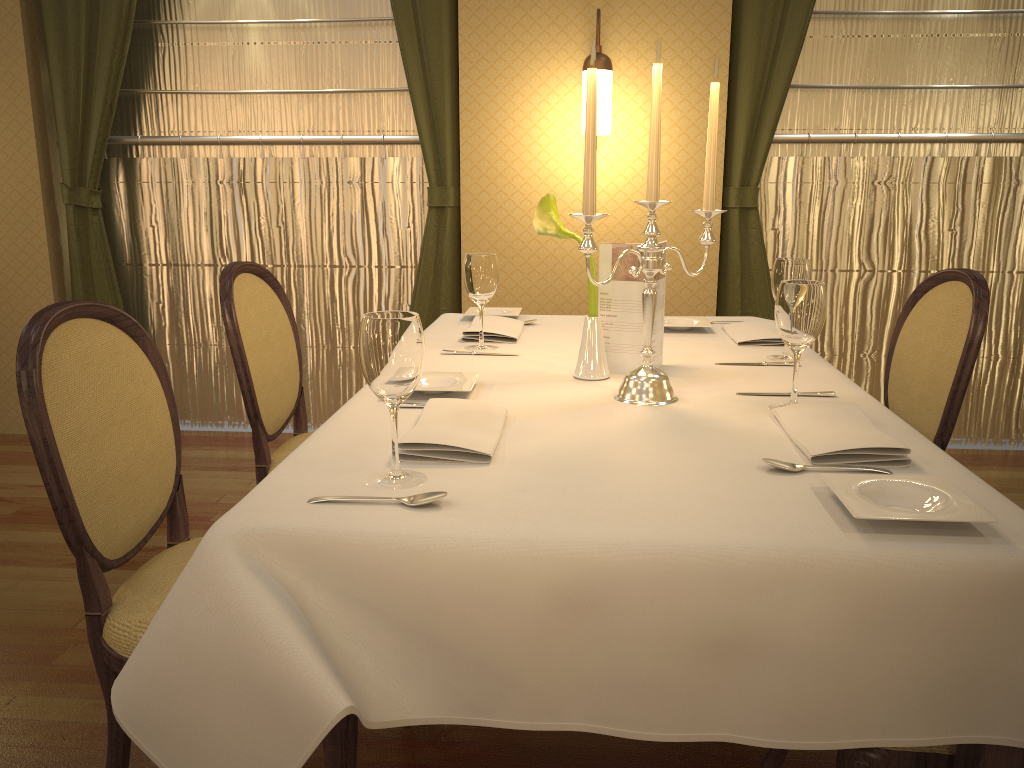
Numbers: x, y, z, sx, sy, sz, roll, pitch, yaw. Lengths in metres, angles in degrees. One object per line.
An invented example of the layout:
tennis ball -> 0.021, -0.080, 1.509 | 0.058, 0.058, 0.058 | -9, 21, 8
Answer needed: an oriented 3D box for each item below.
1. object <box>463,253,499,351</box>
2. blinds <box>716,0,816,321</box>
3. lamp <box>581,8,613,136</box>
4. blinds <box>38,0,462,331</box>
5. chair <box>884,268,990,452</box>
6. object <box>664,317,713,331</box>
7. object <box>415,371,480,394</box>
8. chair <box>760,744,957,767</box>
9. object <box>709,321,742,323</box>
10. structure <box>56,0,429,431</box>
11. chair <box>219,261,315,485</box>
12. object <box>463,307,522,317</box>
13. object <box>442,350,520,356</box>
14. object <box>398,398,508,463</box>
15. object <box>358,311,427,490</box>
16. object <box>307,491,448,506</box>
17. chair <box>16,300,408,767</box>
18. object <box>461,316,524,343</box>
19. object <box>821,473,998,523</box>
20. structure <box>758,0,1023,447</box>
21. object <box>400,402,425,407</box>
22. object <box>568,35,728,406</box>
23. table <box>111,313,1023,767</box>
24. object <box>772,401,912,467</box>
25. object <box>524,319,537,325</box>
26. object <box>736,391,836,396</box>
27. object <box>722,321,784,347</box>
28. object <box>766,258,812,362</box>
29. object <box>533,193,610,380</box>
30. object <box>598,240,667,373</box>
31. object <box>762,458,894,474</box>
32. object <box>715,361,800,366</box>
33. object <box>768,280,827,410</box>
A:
object -> -0.075, -0.199, 2.143 | 0.088, 0.229, 0.088 | -10, 16, -36
blinds -> 1.789, -1.909, 3.346 | 1.876, 4.537, 0.129 | 1, 13, 5
lamp -> 0.309, -1.174, 3.424 | 0.114, 0.513, 0.323 | -1, 13, -6
blinds -> -1.119, -1.964, 3.578 | 1.878, 4.537, 0.129 | 1, 13, 5
chair -> 0.802, 0.191, 2.209 | 0.571, 0.955, 0.530 | 1, 13, 5
object -> 0.461, -0.161, 2.439 | 0.160, 0.024, 0.160 | 1, 13, 5
object -> -0.150, 0.005, 1.719 | 0.160, 0.024, 0.160 | 1, 13, 5
chair -> 0.733, 0.379, 1.391 | 0.571, 0.955, 0.530 | 1, 13, 5
object -> 0.605, -0.179, 2.539 | 0.181, 0.015, 0.038 | 1, 13, 6
structure -> -1.117, -1.979, 3.696 | 1.900, 4.511, 0.134 | 1, 13, 5
chair -> -0.432, 0.156, 2.358 | 0.571, 0.955, 0.530 | 1, 13, 5
object -> -0.055, -0.204, 2.628 | 0.160, 0.024, 0.160 | 1, 13, 5
object -> -0.073, -0.073, 2.085 | 0.185, 0.010, 0.017 | 1, 13, 6
object -> -0.089, 0.071, 1.419 | 0.142, 0.033, 0.273 | 1, 13, 5
object -> -0.159, 0.020, 1.190 | 0.088, 0.229, 0.088 | -10, 16, -36
object -> -0.172, 0.144, 1.129 | 0.181, 0.015, 0.038 | 1, 13, 6
chair -> -0.495, 0.329, 1.607 | 0.571, 0.955, 0.530 | 1, 13, 5
object -> -0.046, -0.146, 2.364 | 0.142, 0.033, 0.273 | 1, 13, 5
object -> 0.481, 0.149, 1.094 | 0.160, 0.024, 0.160 | 1, 13, 5
structure -> 1.791, -1.924, 3.466 | 1.898, 4.511, 0.137 | 1, 13, 5
object -> -0.114, 0.039, 1.595 | 0.185, 0.010, 0.017 | 1, 13, 6
object -> 0.253, -0.289, 1.604 | 0.390, 0.655, 0.131 | -7, 15, -29
table -> 0.253, 0.345, 1.966 | 1.385, 0.759, 2.152 | 1, 13, 5
object -> 0.512, 0.075, 1.404 | 0.142, 0.033, 0.273 | 1, 13, 5
object -> -0.018, -0.177, 2.526 | 0.181, 0.015, 0.038 | 1, 13, 6
object -> 0.521, 0.018, 1.692 | 0.185, 0.010, 0.017 | 1, 13, 5
object -> 0.641, -0.132, 2.322 | 0.142, 0.024, 0.273 | 1, 13, 5
object -> 0.631, -0.170, 2.019 | 0.088, 0.229, 0.088 | -10, 16, -36
object -> 0.127, -0.201, 1.827 | 0.163, 0.375, 0.076 | 6, 14, 26
object -> 0.274, -0.159, 1.874 | 0.166, 0.277, 0.081 | -6, 14, -23
object -> 0.445, 0.117, 1.250 | 0.181, 0.015, 0.038 | 1, 13, 6
object -> 0.545, -0.046, 1.970 | 0.185, 0.010, 0.017 | 1, 13, 5
object -> 0.505, -0.066, 1.567 | 0.088, 0.229, 0.088 | -10, 16, -36
